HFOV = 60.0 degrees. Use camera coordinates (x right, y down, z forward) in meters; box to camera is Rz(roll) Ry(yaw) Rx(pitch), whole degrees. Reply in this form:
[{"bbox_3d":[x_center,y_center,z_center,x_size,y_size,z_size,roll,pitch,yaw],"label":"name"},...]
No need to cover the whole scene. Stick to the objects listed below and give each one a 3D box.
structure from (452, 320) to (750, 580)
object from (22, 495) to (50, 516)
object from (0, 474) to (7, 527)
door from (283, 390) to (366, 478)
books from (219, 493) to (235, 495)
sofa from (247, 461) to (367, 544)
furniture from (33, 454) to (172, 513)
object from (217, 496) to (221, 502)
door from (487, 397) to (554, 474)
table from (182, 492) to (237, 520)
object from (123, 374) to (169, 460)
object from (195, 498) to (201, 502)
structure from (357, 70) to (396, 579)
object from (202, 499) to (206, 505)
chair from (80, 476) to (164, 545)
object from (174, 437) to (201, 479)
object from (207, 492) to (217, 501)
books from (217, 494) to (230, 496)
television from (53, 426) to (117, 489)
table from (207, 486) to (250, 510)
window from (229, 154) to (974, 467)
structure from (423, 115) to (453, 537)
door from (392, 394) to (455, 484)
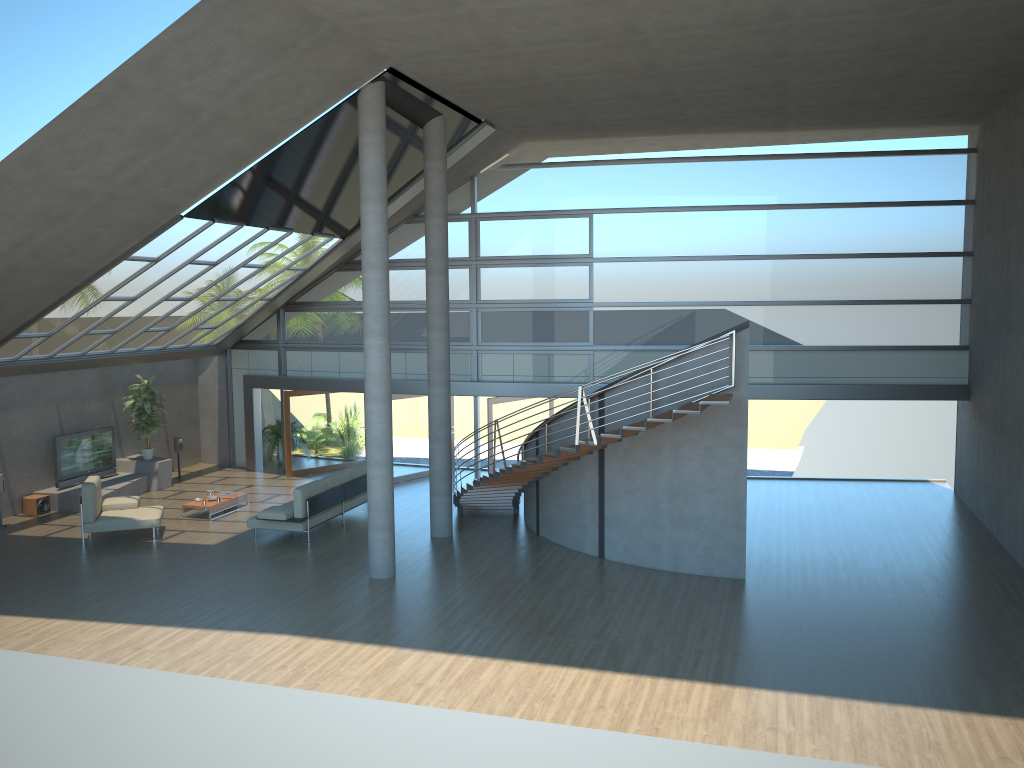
[{"bbox_3d":[0.777,0.821,13.929,2.349,3.653,6.809,-4,6,-35],"label":"structure"},{"bbox_3d":[-9.085,2.302,16.886,0.425,0.323,0.362,1,5,17],"label":"object"},{"bbox_3d":[-9.149,2.088,15.778,0.234,0.959,0.171,-2,6,-17],"label":"object"},{"bbox_3d":[-4.301,1.065,20.841,2.298,1.977,0.200,-6,7,-44],"label":"door"},{"bbox_3d":[-5.547,2.144,17.244,0.275,0.005,0.189,-1,5,0],"label":"books"},{"bbox_3d":[-3.520,2.049,15.925,1.166,0.947,3.079,1,5,17],"label":"sofa"},{"bbox_3d":[-8.089,2.026,18.327,1.577,0.610,2.936,1,5,17],"label":"furniture"},{"bbox_3d":[-5.484,2.159,16.597,0.070,0.101,0.085,5,7,45],"label":"object"},{"bbox_3d":[0.222,1.186,19.084,0.200,1.977,2.298,4,7,38],"label":"door"},{"bbox_3d":[-5.637,2.309,16.892,0.600,0.250,1.200,1,5,17],"label":"table"},{"bbox_3d":[-7.914,0.706,19.165,0.932,1.857,0.895,-3,6,-24],"label":"object"},{"bbox_3d":[-5.890,2.165,16.647,0.102,0.086,0.100,1,6,21],"label":"object"},{"bbox_3d":[-1.913,-0.778,12.545,0.381,7.125,0.382,1,5,17],"label":"structure"},{"bbox_3d":[-5.700,2.179,16.404,0.085,0.101,0.070,1,5,16],"label":"object"},{"bbox_3d":[-6.656,2.094,15.202,1.244,1.023,1.217,-2,6,-17],"label":"chair"},{"bbox_3d":[-9.832,1.879,18.252,7.863,0.982,21.345,1,6,20],"label":"object"},{"bbox_3d":[-5.659,2.119,16.715,0.178,0.161,0.178,-4,6,-31],"label":"object"},{"bbox_3d":[-5.578,2.152,17.201,0.275,0.005,0.189,-1,5,-3],"label":"books"},{"bbox_3d":[-8.625,1.482,17.956,0.396,1.063,1.568,1,5,17],"label":"television"},{"bbox_3d":[-5.520,2.219,17.267,0.680,0.342,0.400,1,5,17],"label":"table"},{"bbox_3d":[1.005,-1.115,18.667,16.616,6.630,1.098,1,5,15],"label":"window"},{"bbox_3d":[-1.231,-0.988,14.759,0.381,7.125,0.382,-3,6,-29],"label":"structure"},{"bbox_3d":[-2.108,1.136,19.856,0.200,1.977,2.298,4,7,40],"label":"door"}]
